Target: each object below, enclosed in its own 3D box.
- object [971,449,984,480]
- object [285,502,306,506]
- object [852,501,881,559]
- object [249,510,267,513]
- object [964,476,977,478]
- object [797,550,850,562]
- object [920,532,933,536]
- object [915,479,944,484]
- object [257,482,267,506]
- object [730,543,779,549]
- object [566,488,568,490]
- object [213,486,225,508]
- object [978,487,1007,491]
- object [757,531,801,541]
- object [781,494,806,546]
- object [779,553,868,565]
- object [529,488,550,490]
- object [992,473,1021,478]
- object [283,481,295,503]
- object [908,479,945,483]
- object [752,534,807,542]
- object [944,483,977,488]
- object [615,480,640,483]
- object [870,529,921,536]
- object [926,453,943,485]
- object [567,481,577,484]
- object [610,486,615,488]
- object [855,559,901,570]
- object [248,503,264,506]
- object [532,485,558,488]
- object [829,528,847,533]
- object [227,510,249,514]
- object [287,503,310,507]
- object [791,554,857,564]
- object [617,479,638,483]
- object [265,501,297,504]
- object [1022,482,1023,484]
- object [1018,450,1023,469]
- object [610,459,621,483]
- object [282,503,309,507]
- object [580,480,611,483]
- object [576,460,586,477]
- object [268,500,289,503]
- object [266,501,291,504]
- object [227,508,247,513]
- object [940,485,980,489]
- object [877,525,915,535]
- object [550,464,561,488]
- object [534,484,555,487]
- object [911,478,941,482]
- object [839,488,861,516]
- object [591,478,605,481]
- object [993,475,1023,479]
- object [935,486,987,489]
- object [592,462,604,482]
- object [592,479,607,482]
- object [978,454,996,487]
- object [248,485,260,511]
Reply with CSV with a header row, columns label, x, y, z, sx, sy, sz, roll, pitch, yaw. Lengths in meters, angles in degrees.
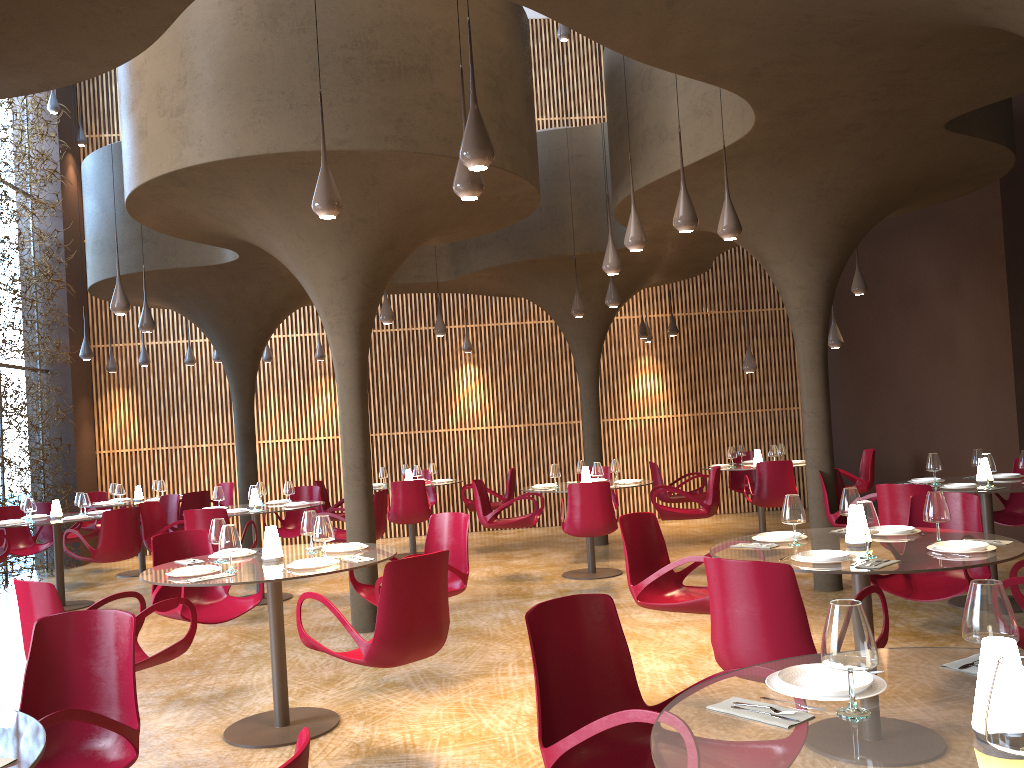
label,x,y,z,sx,sy,sz,roll,pitch,yaw
object,4.554,0.783,8.645,0.142,0.295,0.142,-4,-1,9
object,-2.636,1.463,10.796,0.263,0.029,0.263,-5,-3,20
object,1.871,0.769,4.685,0.142,0.295,0.142,-3,-1,-10
object,-2.929,1.473,10.251,0.126,0.017,0.262,-4,-3,11
object,4.635,0.933,8.870,0.262,0.017,0.126,-2,-3,-35
object,1.646,0.910,4.682,0.263,0.029,0.263,-5,-3,31
object,2.345,0.913,5.462,0.204,0.012,0.411,-1,-4,-43
object,4.057,0.954,8.678,0.410,0.012,0.204,-1,-4,-41
object,-3.180,1.390,11.227,0.142,0.295,0.142,-3,-1,-17
object,1.447,0.968,5.289,0.262,0.017,0.126,-6,-4,42
object,0.862,1.247,10.662,0.411,0.012,0.204,-4,-3,7
object,-3.549,1.390,10.728,0.142,0.295,0.142,-5,-2,34
object,4.148,0.907,7.657,0.262,0.017,0.126,-2,-3,-32
object,1.660,0.948,5.503,0.263,0.029,0.263,-5,-3,32
object,1.676,0.808,5.273,0.142,0.295,0.142,-3,-2,-38
object,1.643,0.922,4.685,0.411,0.012,0.204,-6,-4,43
object,0.332,1.300,10.961,0.262,0.017,0.126,-4,-3,12
object,4.793,0.894,8.613,0.263,0.029,0.263,-1,-4,-45
object,-2.765,1.353,10.998,0.142,0.295,0.142,-3,-2,-30
object,4.054,0.953,8.675,0.331,0.014,0.332,-3,-3,-21
object,1.661,0.957,5.503,0.332,0.014,0.332,-4,-3,3
object,4.006,0.912,7.924,0.263,0.029,0.263,-6,-4,42
object,1.453,1.231,11.132,0.332,0.014,0.332,-5,-3,29
object,2.341,0.912,5.465,0.332,0.014,0.332,-4,-3,0
object,4.022,0.807,8.445,0.142,0.295,0.142,-4,-2,30
object,0.797,1.308,11.765,0.126,0.017,0.262,-4,-3,7
object,1.159,1.231,10.587,0.126,0.017,0.262,-4,-3,11
object,1.838,0.904,4.447,0.262,0.017,0.126,-1,-4,-43
object,-3.292,1.551,11.430,0.126,0.017,0.262,-4,-3,7
object,0.415,1.301,11.252,0.332,0.014,0.332,-5,-3,22
object,2.168,0.942,5.711,0.262,0.017,0.126,-1,-3,-39
object,-3.222,1.488,10.326,0.331,0.014,0.332,-3,-3,-12
object,-2.636,1.474,10.792,0.204,0.012,0.411,-4,-3,12
object,1.647,0.920,4.682,0.332,0.014,0.332,-3,-3,-7
object,1.452,1.221,11.132,0.263,0.029,0.263,-4,-3,3
object,-2.990,1.523,11.377,0.410,0.012,0.204,-4,-3,2
object,4.677,0.873,7.801,0.331,0.014,0.332,-3,-3,-22
object,4.674,0.747,8.036,0.142,0.295,0.142,-3,-1,-20
object,1.323,1.111,11.334,0.142,0.295,0.142,-3,-2,-30
object,-2.636,1.473,10.796,0.332,0.014,0.332,-5,-3,26
object,1.098,1.281,11.713,0.410,0.012,0.204,-4,-3,2
object,0.909,1.148,11.563,0.142,0.295,0.142,-4,-2,28
object,-2.996,1.513,11.377,0.263,0.029,0.263,-3,-3,-3
object,-2.995,1.522,11.377,0.331,0.014,0.332,-3,-3,-22
object,-3.223,1.478,10.326,0.263,0.029,0.263,-4,-3,5
object,4.006,0.921,7.924,0.331,0.014,0.332,-3,-3,-19
object,2.341,0.903,5.465,0.263,0.029,0.263,-3,-3,-7
object,0.540,1.148,11.064,0.142,0.295,0.142,-5,-2,34
object,0.414,1.292,11.252,0.263,0.029,0.263,-4,-3,3
object,4.053,0.943,8.675,0.263,0.029,0.263,-5,-3,24
object,2.101,0.791,5.482,0.142,0.295,0.142,-4,-2,28
object,1.093,1.270,11.713,0.263,0.029,0.263,-3,-3,-3
object,4.794,0.903,8.613,0.332,0.014,0.332,-4,-3,13
object,4.003,0.923,7.928,0.204,0.012,0.411,-2,-3,-36
object,1.044,1.104,10.804,0.142,0.295,0.142,-3,-1,-13
object,1.094,1.280,11.713,0.331,0.014,0.332,-3,-3,-22
object,4.226,0.768,7.883,0.142,0.295,0.142,-4,-1,1
object,-3.044,1.346,10.468,0.142,0.295,0.142,-3,-1,-13
